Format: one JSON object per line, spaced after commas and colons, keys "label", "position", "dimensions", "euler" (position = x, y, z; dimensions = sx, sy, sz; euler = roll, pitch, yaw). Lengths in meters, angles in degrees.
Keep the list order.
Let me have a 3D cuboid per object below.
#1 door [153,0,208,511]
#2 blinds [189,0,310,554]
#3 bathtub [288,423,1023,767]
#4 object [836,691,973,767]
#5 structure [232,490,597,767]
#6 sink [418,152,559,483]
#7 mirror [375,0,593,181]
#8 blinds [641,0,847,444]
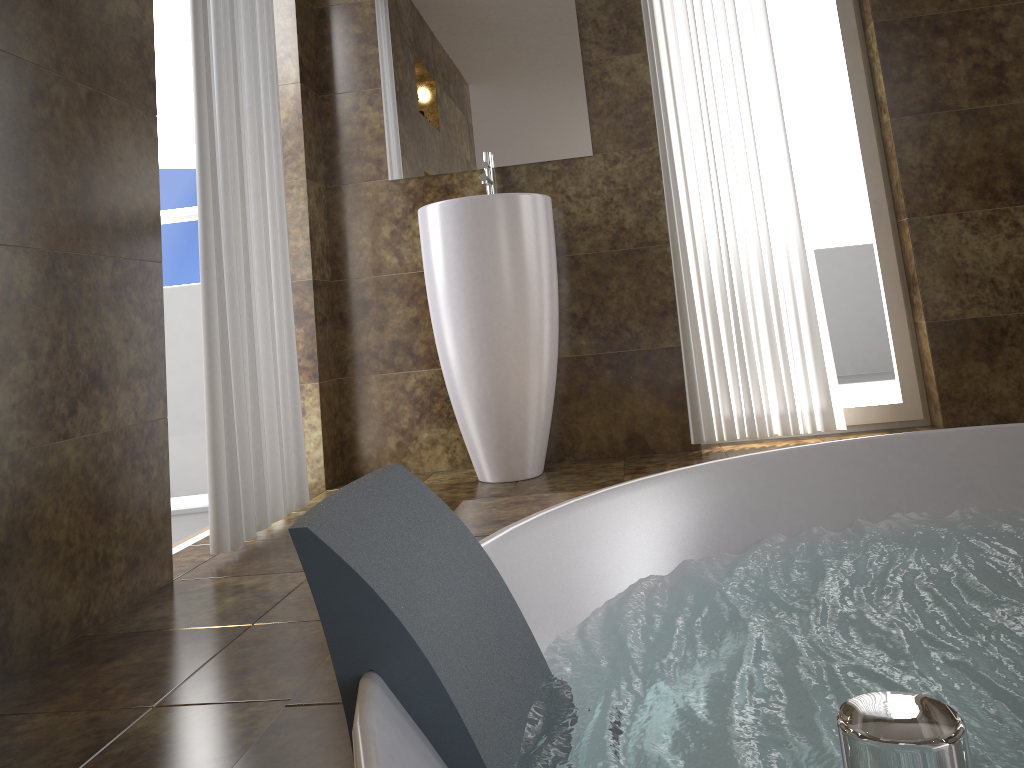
{"label": "door", "position": [-1.403, -0.675, 3.047], "dimensions": [0.963, 2.269, 0.039], "euler": [-5, -9, -4]}
{"label": "blinds", "position": [-0.771, -0.754, 2.510], "dimensions": [0.067, 2.319, 0.586], "euler": [-7, -8, 8]}
{"label": "bathtub", "position": [0.755, 0.296, 0.771], "dimensions": [1.723, 0.532, 1.757], "euler": [-4, 4, 38]}
{"label": "object", "position": [0.070, 0.201, 0.100], "dimensions": [0.129, 0.314, 0.127], "euler": [-7, -7, 15]}
{"label": "structure", "position": [0.758, 0.304, 0.771], "dimensions": [1.998, 0.126, 1.989], "euler": [-5, 4, 7]}
{"label": "sink", "position": [-0.062, -0.266, 2.902], "dimensions": [0.457, 1.158, 0.428], "euler": [-7, -7, 10]}
{"label": "mirror", "position": [-0.136, -1.346, 3.288], "dimensions": [0.766, 1.112, 0.008], "euler": [-6, -9, 6]}
{"label": "blinds", "position": [0.755, -0.953, 3.088], "dimensions": [0.518, 2.307, 0.065], "euler": [-6, -9, 6]}
